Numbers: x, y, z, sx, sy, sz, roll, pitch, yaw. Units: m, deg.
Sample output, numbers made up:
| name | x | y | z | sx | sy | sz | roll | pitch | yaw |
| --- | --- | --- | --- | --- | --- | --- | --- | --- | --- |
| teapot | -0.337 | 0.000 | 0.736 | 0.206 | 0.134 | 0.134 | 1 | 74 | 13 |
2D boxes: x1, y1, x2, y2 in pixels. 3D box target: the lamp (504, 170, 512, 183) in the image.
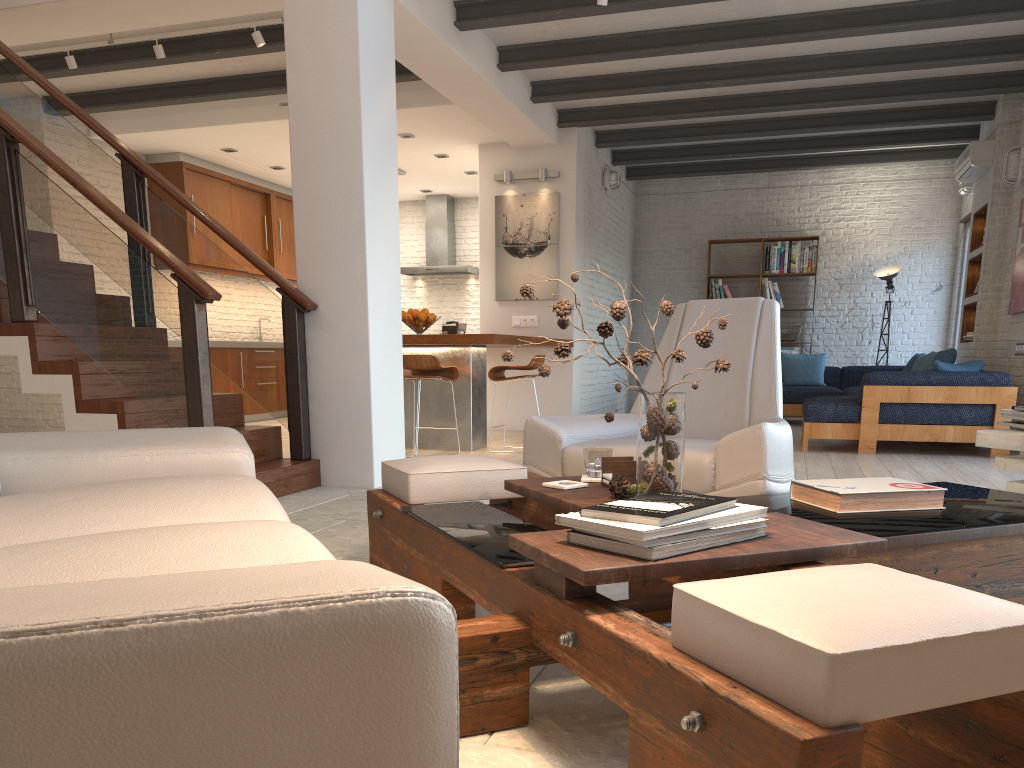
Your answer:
| name | x | y | z | sx | sy | sz | roll | pitch | yaw |
| --- | --- | --- | --- | --- | --- | --- | --- | --- | --- |
| lamp | -0.041 | -2.030 | 8.547 | 0.078 | 0.107 | 0.078 | -8 | 12 | -44 |

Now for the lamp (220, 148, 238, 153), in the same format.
| name | x | y | z | sx | sy | sz | roll | pitch | yaw |
| --- | --- | --- | --- | --- | --- | --- | --- | --- | --- |
| lamp | -2.878 | -2.397 | 8.868 | 0.123 | 0.056 | 0.121 | 1 | 4 | 17 |

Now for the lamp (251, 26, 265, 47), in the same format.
| name | x | y | z | sx | sy | sz | roll | pitch | yaw |
| --- | --- | --- | --- | --- | --- | --- | --- | --- | --- |
| lamp | -1.659 | -2.266 | 5.701 | 0.087 | 0.132 | 0.058 | -4 | 11 | -22 |

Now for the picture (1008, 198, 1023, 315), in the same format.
| name | x | y | z | sx | sy | sz | roll | pitch | yaw |
| --- | --- | --- | --- | --- | --- | --- | --- | --- | --- |
| picture | 4.233 | -1.079 | 7.174 | 0.019 | 0.986 | 0.725 | 4 | 9 | 18 |

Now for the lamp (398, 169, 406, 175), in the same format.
| name | x | y | z | sx | sy | sz | roll | pitch | yaw |
| --- | --- | --- | --- | --- | --- | --- | --- | --- | --- |
| lamp | -1.493 | -2.327 | 9.825 | 0.449 | 0.175 | 0.441 | 1 | 3 | 17 |

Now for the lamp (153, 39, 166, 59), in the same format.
| name | x | y | z | sx | sy | sz | roll | pitch | yaw |
| --- | --- | --- | --- | --- | --- | --- | --- | --- | --- |
| lamp | -2.402 | -2.273 | 5.937 | 0.060 | 0.132 | 0.084 | 4 | 10 | 19 |

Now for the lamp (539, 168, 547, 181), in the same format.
| name | x | y | z | sx | sy | sz | roll | pitch | yaw |
| --- | --- | --- | --- | --- | --- | --- | --- | --- | --- |
| lamp | 0.299 | -2.027 | 8.443 | 0.078 | 0.107 | 0.078 | -8 | 12 | -44 |

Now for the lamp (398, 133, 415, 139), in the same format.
| name | x | y | z | sx | sy | sz | roll | pitch | yaw |
| --- | --- | --- | --- | --- | --- | --- | --- | --- | --- |
| lamp | -1.003 | -2.378 | 8.291 | 0.123 | 0.056 | 0.121 | 1 | 4 | 17 |

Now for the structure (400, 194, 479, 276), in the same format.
| name | x | y | z | sx | sy | sz | roll | pitch | yaw |
| --- | --- | --- | --- | --- | --- | --- | --- | --- | --- |
| structure | -0.970 | -1.963 | 11.490 | 0.983 | 1.020 | 0.445 | 2 | 10 | 17 |

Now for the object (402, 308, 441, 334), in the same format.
| name | x | y | z | sx | sy | sz | roll | pitch | yaw |
| --- | --- | --- | --- | --- | --- | --- | --- | --- | --- |
| object | -0.764 | -0.506 | 7.171 | 0.365 | 0.228 | 0.355 | -1 | 5 | -17 |

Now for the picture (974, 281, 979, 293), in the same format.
| name | x | y | z | sx | sy | sz | roll | pitch | yaw |
| --- | --- | --- | --- | --- | --- | --- | --- | --- | --- |
| picture | 4.613 | -1.003 | 8.525 | 0.102 | 0.251 | 0.188 | 2 | 8 | 8 |

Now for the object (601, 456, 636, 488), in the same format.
| name | x | y | z | sx | sy | sz | roll | pitch | yaw |
| --- | --- | --- | --- | --- | --- | --- | --- | --- | --- |
| object | 0.317 | 0.255 | 2.491 | 0.094 | 0.084 | 0.112 | -1 | 6 | -11 |

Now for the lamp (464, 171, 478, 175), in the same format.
| name | x | y | z | sx | sy | sz | roll | pitch | yaw |
| --- | --- | --- | --- | --- | --- | --- | --- | --- | --- |
| lamp | -0.468 | -2.430 | 9.955 | 0.123 | 0.056 | 0.121 | 1 | 4 | 17 |

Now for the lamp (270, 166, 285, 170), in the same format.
| name | x | y | z | sx | sy | sz | roll | pitch | yaw |
| --- | --- | --- | --- | --- | --- | --- | --- | --- | --- |
| lamp | -2.611 | -2.423 | 9.699 | 0.123 | 0.056 | 0.121 | 1 | 4 | 17 |

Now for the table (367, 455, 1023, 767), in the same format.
| name | x | y | z | sx | sy | sz | roll | pitch | yaw |
| --- | --- | --- | --- | --- | --- | --- | --- | --- | --- |
| table | 0.650 | 0.477 | 2.327 | 1.964 | 0.440 | 2.163 | -1 | 2 | -22 |

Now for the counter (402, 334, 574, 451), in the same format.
| name | x | y | z | sx | sy | sz | roll | pitch | yaw |
| --- | --- | --- | --- | --- | --- | --- | --- | --- | --- |
| counter | -0.558 | 0.053 | 7.928 | 1.682 | 0.943 | 2.445 | 1 | 3 | 18 |

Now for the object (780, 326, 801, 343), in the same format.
| name | x | y | z | sx | sy | sz | roll | pitch | yaw |
| --- | --- | --- | --- | --- | --- | --- | --- | --- | --- |
| object | 3.455 | -0.628 | 11.064 | 0.398 | 0.207 | 0.396 | -2 | 5 | -31 |

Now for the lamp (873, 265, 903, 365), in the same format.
| name | x | y | z | sx | sy | sz | roll | pitch | yaw |
| --- | --- | --- | --- | --- | --- | --- | --- | --- | --- |
| lamp | 4.591 | -0.486 | 10.351 | 0.506 | 1.896 | 0.842 | -2 | 10 | -10 |

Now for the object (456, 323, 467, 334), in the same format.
| name | x | y | z | sx | sy | sz | roll | pitch | yaw |
| --- | --- | --- | --- | --- | --- | --- | --- | --- | --- |
| object | -0.407 | -0.443 | 6.991 | 0.090 | 0.087 | 0.089 | 4 | 8 | 32 |

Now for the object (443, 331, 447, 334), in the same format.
| name | x | y | z | sx | sy | sz | roll | pitch | yaw |
| --- | --- | --- | --- | --- | --- | --- | --- | --- | --- |
| object | -0.392 | -0.407 | 7.028 | 0.394 | 0.035 | 0.194 | 1 | 2 | 21 |

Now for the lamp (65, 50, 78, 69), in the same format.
| name | x | y | z | sx | sy | sz | roll | pitch | yaw |
| --- | --- | --- | --- | --- | --- | --- | --- | --- | --- |
| lamp | -3.113 | -2.280 | 6.155 | 0.060 | 0.132 | 0.084 | 4 | 10 | 19 |

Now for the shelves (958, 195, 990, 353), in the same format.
| name | x | y | z | sx | sy | sz | roll | pitch | yaw |
| --- | --- | --- | --- | --- | --- | --- | --- | --- | --- |
| shelves | 4.588 | -1.023 | 8.477 | 0.191 | 1.466 | 0.747 | 4 | 10 | 18 |

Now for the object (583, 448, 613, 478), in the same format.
| name | x | y | z | sx | sy | sz | roll | pitch | yaw |
| --- | --- | --- | --- | --- | --- | --- | --- | --- | --- |
| object | 0.257 | 0.238 | 2.618 | 0.091 | 0.087 | 0.089 | -3 | 7 | -23 |

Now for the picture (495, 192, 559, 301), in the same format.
| name | x | y | z | sx | sy | sz | roll | pitch | yaw |
| --- | --- | --- | --- | --- | --- | --- | --- | --- | --- |
| picture | 0.146 | -1.357 | 8.687 | 0.653 | 1.044 | 0.019 | 3 | 12 | 17 |

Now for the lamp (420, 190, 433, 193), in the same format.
| name | x | y | z | sx | sy | sz | roll | pitch | yaw |
| --- | --- | --- | --- | --- | --- | --- | --- | --- | --- |
| lamp | -1.088 | -2.465 | 11.057 | 0.123 | 0.056 | 0.121 | 1 | 4 | 17 |

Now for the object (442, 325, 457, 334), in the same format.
| name | x | y | z | sx | sy | sz | roll | pitch | yaw |
| --- | --- | --- | --- | --- | --- | --- | --- | --- | --- |
| object | -0.503 | -0.433 | 7.100 | 0.093 | 0.084 | 0.112 | -3 | 6 | -27 |

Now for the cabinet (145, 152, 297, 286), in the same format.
| name | x | y | z | sx | sy | sz | roll | pitch | yaw |
| --- | --- | --- | --- | --- | --- | --- | --- | --- | --- |
| cabinet | -3.105 | -1.849 | 10.701 | 0.460 | 1.189 | 3.273 | 3 | 4 | 18 |

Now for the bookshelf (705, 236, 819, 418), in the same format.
| name | x | y | z | sx | sy | sz | roll | pitch | yaw |
| --- | --- | --- | --- | --- | --- | --- | --- | --- | --- |
| bookshelf | 3.136 | -0.692 | 11.114 | 1.314 | 2.263 | 0.354 | 3 | 12 | 17 |

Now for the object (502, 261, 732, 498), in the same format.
| name | x | y | z | sx | sy | sz | roll | pitch | yaw |
| --- | --- | --- | --- | --- | --- | --- | --- | --- | --- |
| object | 0.243 | -0.002 | 2.193 | 0.541 | 0.624 | 0.307 | -2 | 10 | -11 |

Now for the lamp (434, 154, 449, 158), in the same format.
| name | x | y | z | sx | sy | sz | roll | pitch | yaw |
| --- | --- | --- | --- | --- | --- | --- | --- | --- | --- |
| lamp | -0.735 | -2.404 | 9.123 | 0.123 | 0.056 | 0.121 | 1 | 4 | 17 |

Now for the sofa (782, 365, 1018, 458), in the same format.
| name | x | y | z | sx | sy | sz | roll | pitch | yaw |
| --- | --- | --- | --- | --- | --- | --- | --- | --- | --- |
| sofa | 3.348 | 0.161 | 8.647 | 2.075 | 0.677 | 3.869 | 1 | 2 | 18 |

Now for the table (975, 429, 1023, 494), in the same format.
| name | x | y | z | sx | sy | sz | roll | pitch | yaw |
| --- | --- | --- | --- | --- | --- | --- | --- | --- | --- |
| table | 1.959 | 0.420 | 2.993 | 0.493 | 0.518 | 0.484 | -3 | 8 | -22 |

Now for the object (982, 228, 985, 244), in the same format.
| name | x | y | z | sx | sy | sz | roll | pitch | yaw |
| --- | --- | --- | --- | --- | --- | --- | --- | --- | --- |
| object | 4.569 | -1.442 | 8.347 | 0.111 | 0.249 | 0.211 | 5 | 9 | 25 |

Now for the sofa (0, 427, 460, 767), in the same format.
| name | x | y | z | sx | sy | sz | roll | pitch | yaw |
| --- | --- | --- | --- | --- | --- | --- | --- | --- | --- |
| sofa | -1.004 | 0.329 | 1.758 | 1.140 | 0.774 | 2.285 | -2 | 3 | -23 |

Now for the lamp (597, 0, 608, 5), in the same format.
| name | x | y | z | sx | sy | sz | roll | pitch | yaw |
| --- | --- | --- | --- | --- | --- | --- | --- | --- | --- |
| lamp | 0.526 | -2.245 | 5.035 | 0.059 | 0.132 | 0.084 | -2 | 9 | -13 |

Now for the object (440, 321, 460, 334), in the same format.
| name | x | y | z | sx | sy | sz | roll | pitch | yaw |
| --- | --- | --- | --- | --- | --- | --- | --- | --- | --- |
| object | -0.789 | -0.694 | 11.526 | 0.260 | 0.283 | 0.258 | 6 | 9 | 39 |

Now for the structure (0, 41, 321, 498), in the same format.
| name | x | y | z | sx | sy | sz | roll | pitch | yaw |
| --- | --- | --- | --- | --- | --- | --- | --- | --- | --- |
| structure | -1.367 | -1.517 | 5.446 | 10.132 | 4.245 | 13.571 | 1 | 3 | 18 |

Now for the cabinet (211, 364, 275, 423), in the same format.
| name | x | y | z | sx | sy | sz | roll | pitch | yaw |
| --- | --- | --- | --- | --- | --- | --- | --- | --- | --- |
| cabinet | -1.798 | -1.007 | 10.853 | 4.770 | 2.911 | 2.212 | -1 | 8 | -18 |

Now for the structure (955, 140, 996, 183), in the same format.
| name | x | y | z | sx | sy | sz | roll | pitch | yaw |
| --- | --- | --- | --- | --- | --- | --- | --- | --- | --- |
| structure | 4.402 | -2.110 | 8.313 | 0.199 | 0.225 | 0.798 | 2 | 3 | 18 |

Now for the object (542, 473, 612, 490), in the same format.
| name | x | y | z | sx | sy | sz | roll | pitch | yaw |
| --- | --- | --- | --- | --- | --- | --- | --- | --- | --- |
| object | 0.216 | 0.277 | 2.553 | 0.271 | 0.035 | 0.243 | 0 | 2 | -11 |
